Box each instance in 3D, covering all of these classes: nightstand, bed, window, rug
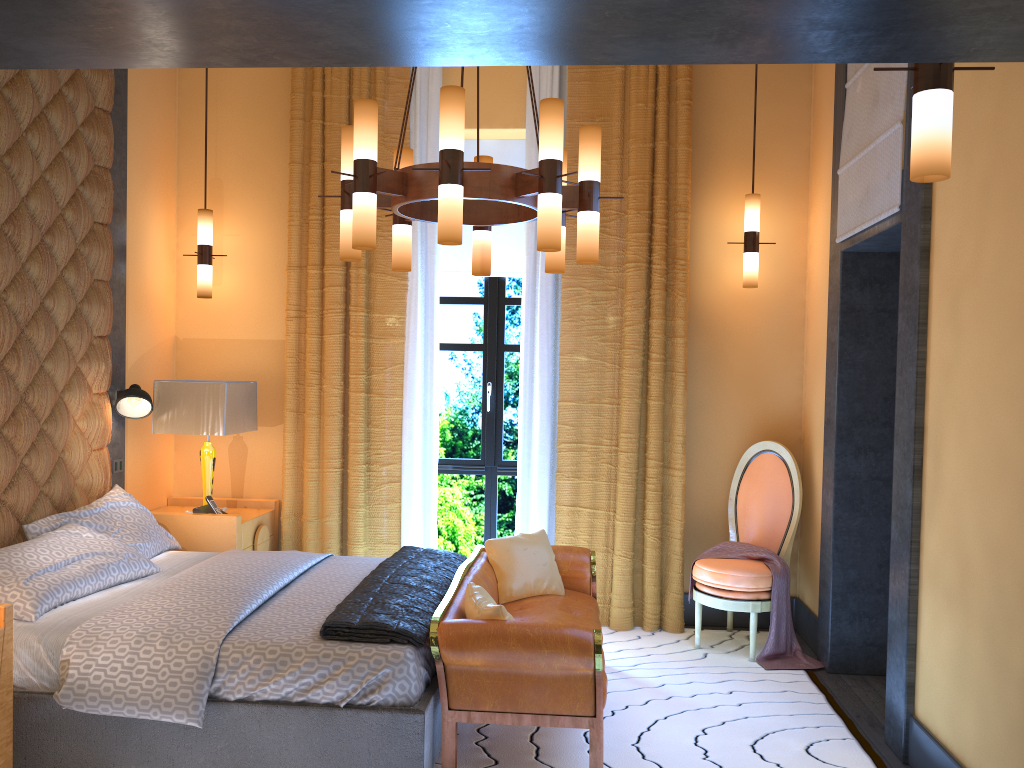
[{"bbox_3d":[-2.036,1.082,2.659,0.720,0.700,0.708,1,1,5],"label":"nightstand"},{"bbox_3d":[-1.265,0.974,3.950,2.106,0.825,1.887,1,1,4],"label":"bed"},{"bbox_3d":[-0.122,-0.058,5.699,1.200,3.002,0.130,1,2,5],"label":"window"},{"bbox_3d":[-0.366,1.452,3.717,3.702,0.016,3.386,1,1,5],"label":"rug"},{"bbox_3d":[-1.828,1.067,5.270,0.720,0.690,0.680,1,1,5],"label":"nightstand"}]

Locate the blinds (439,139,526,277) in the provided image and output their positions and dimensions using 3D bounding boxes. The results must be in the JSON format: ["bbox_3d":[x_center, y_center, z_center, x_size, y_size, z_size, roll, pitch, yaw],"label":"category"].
[{"bbox_3d":[-0.102,-1.121,5.655,1.200,0.874,0.013,1,2,5],"label":"blinds"}]

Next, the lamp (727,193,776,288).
[{"bbox_3d":[1.383,-0.824,5.120,0.199,0.532,0.199,0,2,-40],"label":"lamp"}]

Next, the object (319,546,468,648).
[{"bbox_3d":[-0.457,0.886,3.877,0.405,0.105,1.460,1,1,4],"label":"object"}]

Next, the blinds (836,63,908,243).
[{"bbox_3d":[1.649,-1.502,4.057,0.042,1.577,0.894,1,1,5],"label":"blinds"}]

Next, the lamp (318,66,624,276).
[{"bbox_3d":[-0.156,-1.575,3.524,1.140,2.170,1.140,2,2,27],"label":"lamp"}]

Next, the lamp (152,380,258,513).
[{"bbox_3d":[-1.772,0.382,5.154,0.424,0.803,0.505,1,1,5],"label":"lamp"}]

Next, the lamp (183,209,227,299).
[{"bbox_3d":[-1.863,-0.789,5.381,0.199,0.532,0.199,0,2,-40],"label":"lamp"}]

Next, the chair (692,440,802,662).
[{"bbox_3d":[1.303,0.902,4.961,0.500,1.148,0.632,2,2,38],"label":"chair"}]

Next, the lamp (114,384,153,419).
[{"bbox_3d":[-1.910,0.111,4.921,0.568,0.218,0.231,1,1,-38],"label":"lamp"}]

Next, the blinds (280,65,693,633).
[{"bbox_3d":[-0.159,-0.621,5.281,2.450,4.149,0.134,1,2,5],"label":"blinds"}]

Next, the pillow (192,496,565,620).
[{"bbox_3d":[-0.537,0.866,4.498,1.147,0.407,2.627,1,1,-44],"label":"pillow"}]

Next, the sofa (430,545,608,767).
[{"bbox_3d":[0.082,1.141,3.922,0.650,0.640,1.614,1,1,5],"label":"sofa"}]

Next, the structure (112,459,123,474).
[{"bbox_3d":[-2.158,0.449,4.848,0.016,0.071,0.103,1,1,5],"label":"structure"}]

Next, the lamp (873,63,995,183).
[{"bbox_3d":[0.994,-0.751,2.090,0.199,0.532,0.199,0,2,-40],"label":"lamp"}]

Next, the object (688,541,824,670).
[{"bbox_3d":[1.334,1.181,4.863,0.429,0.572,0.802,0,1,-38],"label":"object"}]

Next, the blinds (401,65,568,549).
[{"bbox_3d":[-0.191,-0.600,5.367,2.050,4.078,0.236,1,2,2],"label":"blinds"}]
